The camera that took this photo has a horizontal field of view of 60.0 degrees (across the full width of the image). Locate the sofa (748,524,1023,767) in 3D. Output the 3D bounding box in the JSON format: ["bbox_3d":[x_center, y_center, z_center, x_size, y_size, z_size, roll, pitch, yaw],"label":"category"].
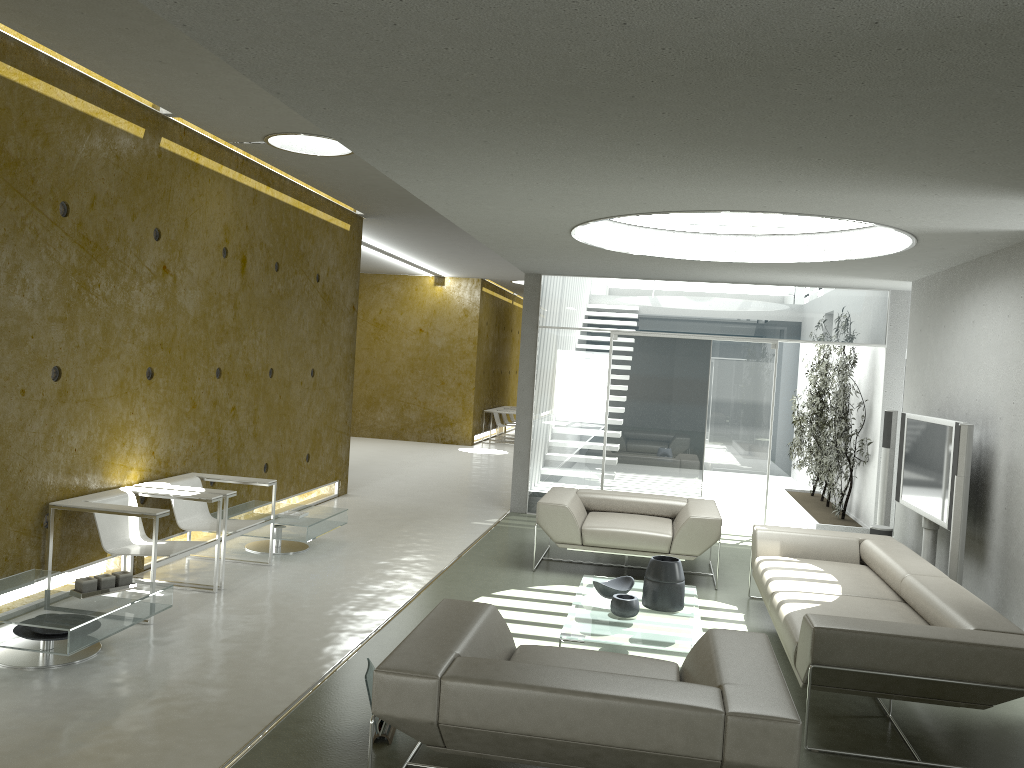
[{"bbox_3d":[2.080,1.399,5.343,1.037,0.585,2.791,4,1,10],"label":"sofa"}]

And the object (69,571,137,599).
[{"bbox_3d":[-2.231,1.089,4.854,0.118,0.097,0.326,5,2,35],"label":"object"}]

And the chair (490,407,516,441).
[{"bbox_3d":[-0.039,0.885,19.483,0.710,0.667,0.800,4,1,10],"label":"chair"}]

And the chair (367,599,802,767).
[{"bbox_3d":[0.299,1.334,3.544,1.481,0.583,1.039,4,1,10],"label":"chair"}]

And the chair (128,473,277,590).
[{"bbox_3d":[-2.263,1.060,6.560,0.710,0.667,0.800,4,1,10],"label":"chair"}]

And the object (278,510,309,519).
[{"bbox_3d":[-1.816,1.088,7.366,0.197,0.029,0.189,4,1,10],"label":"object"}]

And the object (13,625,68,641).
[{"bbox_3d":[-2.311,1.247,4.507,0.394,0.027,0.394,3,1,-7],"label":"object"}]

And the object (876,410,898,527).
[{"bbox_3d":[3.408,0.973,8.078,0.310,1.469,0.310,5,2,37],"label":"object"}]

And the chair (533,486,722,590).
[{"bbox_3d":[0.994,1.279,7.583,1.481,0.583,1.039,4,1,10],"label":"chair"}]

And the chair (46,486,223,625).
[{"bbox_3d":[-2.408,1.072,5.716,0.710,0.667,0.800,4,1,10],"label":"chair"}]

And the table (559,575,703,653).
[{"bbox_3d":[0.772,1.506,5.574,0.790,0.200,1.500,4,1,10],"label":"table"}]

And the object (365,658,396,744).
[{"bbox_3d":[-0.575,1.417,4.002,0.216,0.288,0.329,4,1,0],"label":"object"}]

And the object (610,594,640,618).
[{"bbox_3d":[0.685,1.349,5.385,0.177,0.113,0.177,3,1,-10],"label":"object"}]

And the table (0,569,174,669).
[{"bbox_3d":[-2.468,1.276,4.722,0.900,0.300,0.900,4,1,10],"label":"table"}]

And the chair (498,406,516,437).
[{"bbox_3d":[0.106,0.874,20.327,0.710,0.667,0.800,4,1,10],"label":"chair"}]

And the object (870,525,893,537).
[{"bbox_3d":[3.200,1.474,7.726,0.175,0.461,0.185,4,1,4],"label":"object"}]

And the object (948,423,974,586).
[{"bbox_3d":[2.963,0.998,5.883,0.310,1.469,0.310,3,1,-13],"label":"object"}]

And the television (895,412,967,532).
[{"bbox_3d":[3.292,0.648,6.930,0.127,0.781,1.603,4,1,10],"label":"television"}]

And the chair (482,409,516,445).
[{"bbox_3d":[-0.185,0.896,18.639,0.710,0.667,0.800,4,1,10],"label":"chair"}]

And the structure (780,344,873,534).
[{"bbox_3d":[3.881,0.368,11.124,0.646,2.589,3.371,4,1,9],"label":"structure"}]

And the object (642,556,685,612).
[{"bbox_3d":[0.966,1.261,5.624,0.265,0.309,0.265,3,1,-7],"label":"object"}]

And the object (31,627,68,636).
[{"bbox_3d":[-2.311,1.244,4.507,0.239,0.027,0.239,4,2,27],"label":"object"}]

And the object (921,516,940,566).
[{"bbox_3d":[3.193,1.378,6.957,0.323,0.689,0.882,4,1,10],"label":"object"}]

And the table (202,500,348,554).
[{"bbox_3d":[-1.985,1.238,7.529,0.900,0.300,0.900,4,1,10],"label":"table"}]

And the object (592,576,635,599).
[{"bbox_3d":[0.659,1.332,5.780,0.317,0.125,0.223,2,2,-44],"label":"object"}]
